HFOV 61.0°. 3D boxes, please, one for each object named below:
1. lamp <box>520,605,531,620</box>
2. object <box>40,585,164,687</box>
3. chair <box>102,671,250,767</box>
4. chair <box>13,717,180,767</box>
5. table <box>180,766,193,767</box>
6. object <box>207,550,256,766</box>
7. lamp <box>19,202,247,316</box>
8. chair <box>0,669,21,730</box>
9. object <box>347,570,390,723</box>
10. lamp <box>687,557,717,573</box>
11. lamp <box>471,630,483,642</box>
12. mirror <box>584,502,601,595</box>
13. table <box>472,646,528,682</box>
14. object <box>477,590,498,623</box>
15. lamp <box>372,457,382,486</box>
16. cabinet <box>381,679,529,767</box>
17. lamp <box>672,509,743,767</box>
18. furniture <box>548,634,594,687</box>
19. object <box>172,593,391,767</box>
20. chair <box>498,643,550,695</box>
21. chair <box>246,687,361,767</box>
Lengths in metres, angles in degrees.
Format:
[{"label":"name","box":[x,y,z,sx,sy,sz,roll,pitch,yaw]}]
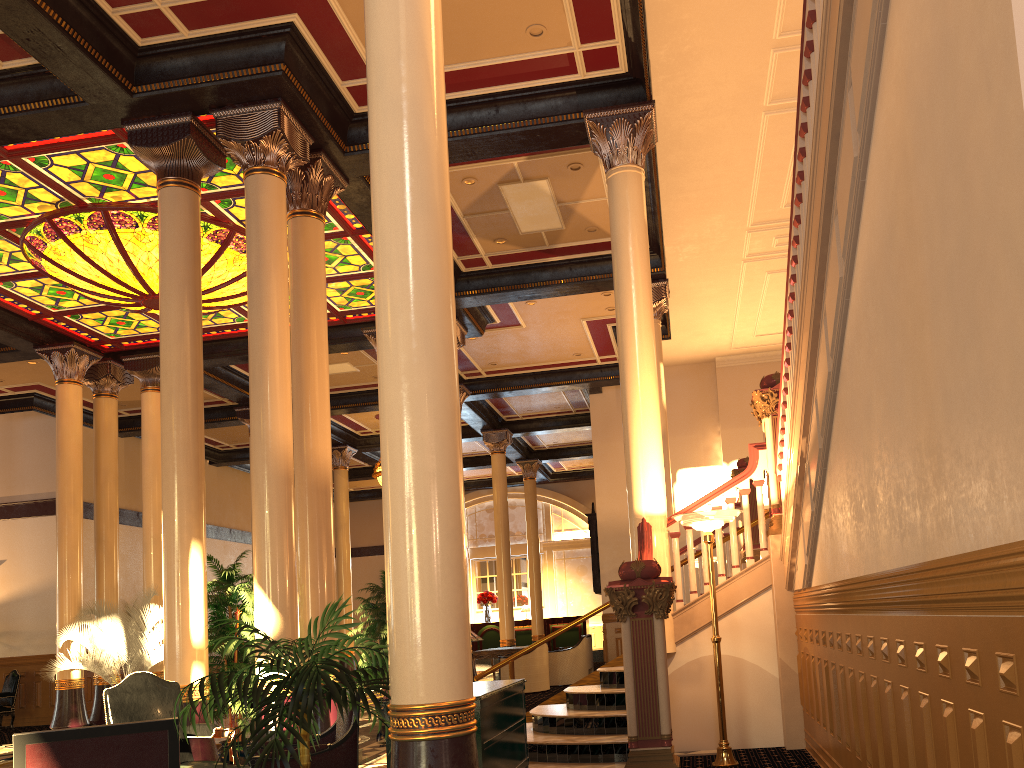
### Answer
[{"label":"lamp","box":[0.442,6.978,26.547,0.440,0.435,0.416,4,-13,-35]},{"label":"object","box":[-5.591,4.137,13.070,1.800,2.232,2.148,-6,-11,12]},{"label":"chair","box":[-2.248,2.439,5.738,0.728,1.079,0.771,-8,-10,23]},{"label":"chair","box":[-1.876,2.025,4.033,0.700,0.904,0.643,0,-10,-21]},{"label":"table","box":[-2.004,2.433,4.804,0.501,0.546,0.471,5,-13,-40]},{"label":"object","box":[-2.610,2.621,8.209,1.117,2.114,1.020,1,-9,-32]},{"label":"lamp","box":[-4.438,-1.296,10.965,2.970,0.590,3.107,-6,-15,7]},{"label":"chair","box":[-9.467,5.789,15.851,0.721,1.079,0.779,-10,-11,33]},{"label":"object","box":[-1.788,3.704,12.288,1.038,2.113,1.098,-4,-8,-2]},{"label":"lamp","box":[2.824,3.553,12.699,0.587,1.977,0.584,-3,-6,-9]},{"label":"lamp","box":[-0.342,1.532,4.897,0.316,0.412,0.329,-5,-9,5]},{"label":"mirror","box":[1.825,3.526,18.664,0.253,1.950,1.838,-5,-10,10]},{"label":"table","box":[-0.063,5.678,17.401,1.095,0.757,1.695,-6,-14,9]},{"label":"object","box":[0.808,1.124,12.680,0.676,4.194,30.431,-3,-15,-7]},{"label":"lamp","box":[-2.605,1.700,19.853,1.184,1.873,1.221,-4,-9,3]},{"label":"cabinet","box":[-0.278,2.253,5.172,0.544,0.847,1.303,-5,-13,10]},{"label":"lamp","box":[1.643,2.047,6.995,0.567,1.977,0.604,-7,-7,27]},{"label":"furniture","box":[1.207,5.635,17.814,0.799,0.924,2.248,-6,-14,10]},{"label":"object","box":[-0.932,1.659,3.899,1.106,1.411,1.036,-11,-12,37]},{"label":"chair","box":[0.280,5.178,15.877,0.753,0.896,1.000,-9,-12,29]},{"label":"chair","box":[-1.224,2.245,4.991,0.660,0.903,0.682,0,-10,-21]}]
